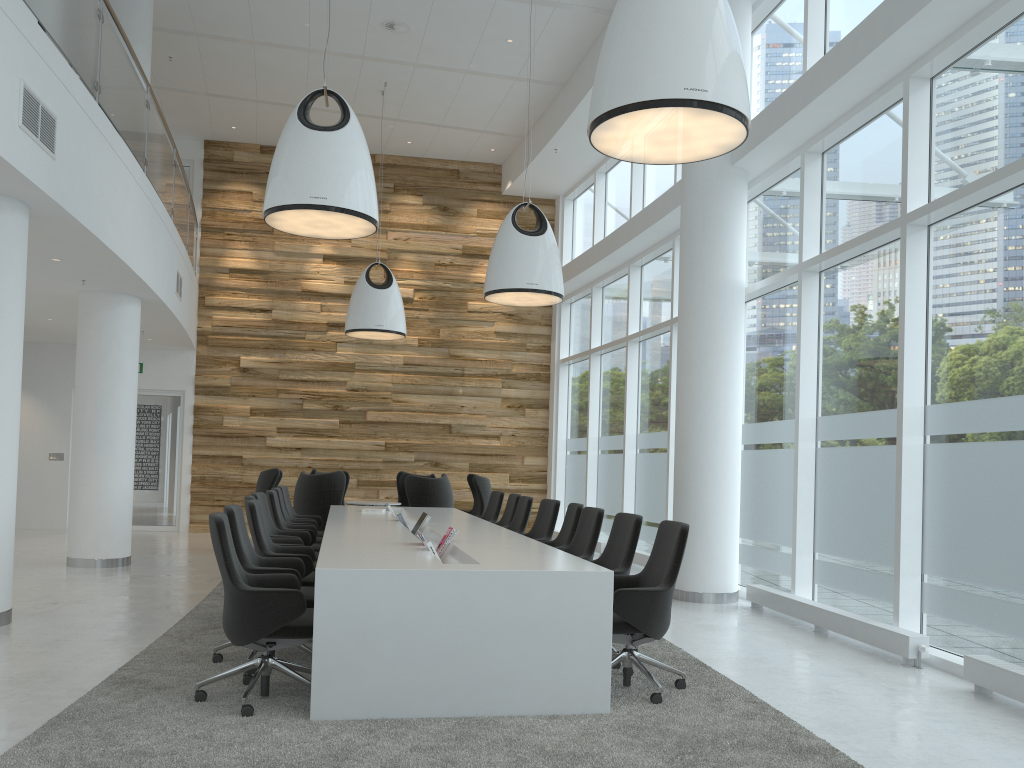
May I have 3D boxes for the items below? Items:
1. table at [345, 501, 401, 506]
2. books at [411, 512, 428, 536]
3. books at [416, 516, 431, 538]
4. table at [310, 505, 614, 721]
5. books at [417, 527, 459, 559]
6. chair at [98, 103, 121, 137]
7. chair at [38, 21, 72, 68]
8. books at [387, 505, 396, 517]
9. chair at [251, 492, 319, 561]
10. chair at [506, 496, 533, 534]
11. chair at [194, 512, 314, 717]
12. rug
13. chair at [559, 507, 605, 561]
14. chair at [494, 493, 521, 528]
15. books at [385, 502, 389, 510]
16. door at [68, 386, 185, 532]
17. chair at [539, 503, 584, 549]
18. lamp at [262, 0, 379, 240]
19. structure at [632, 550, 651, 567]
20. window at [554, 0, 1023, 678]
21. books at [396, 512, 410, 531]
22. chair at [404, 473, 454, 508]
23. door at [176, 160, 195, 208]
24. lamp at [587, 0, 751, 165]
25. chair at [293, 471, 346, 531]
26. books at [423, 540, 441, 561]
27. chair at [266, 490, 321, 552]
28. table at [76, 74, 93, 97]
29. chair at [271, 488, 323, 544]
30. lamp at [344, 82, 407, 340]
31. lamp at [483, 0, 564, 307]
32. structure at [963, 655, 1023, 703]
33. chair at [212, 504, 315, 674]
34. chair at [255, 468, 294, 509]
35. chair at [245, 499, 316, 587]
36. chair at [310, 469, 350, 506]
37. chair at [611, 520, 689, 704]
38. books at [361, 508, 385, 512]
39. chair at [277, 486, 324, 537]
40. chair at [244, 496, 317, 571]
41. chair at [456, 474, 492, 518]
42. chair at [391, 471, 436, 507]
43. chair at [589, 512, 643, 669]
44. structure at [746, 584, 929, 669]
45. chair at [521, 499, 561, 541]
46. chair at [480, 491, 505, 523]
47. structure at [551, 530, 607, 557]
[{"bbox_3d":[-1.992,2.037,12.639,0.799,0.695,0.802,1,-4,14],"label":"table"},{"bbox_3d":[-0.828,1.251,7.827,0.139,0.229,0.358,2,-4,-11],"label":"books"},{"bbox_3d":[-0.816,1.272,7.848,0.158,0.241,0.353,2,-4,-11],"label":"books"},{"bbox_3d":[-0.844,1.582,7.623,1.501,0.737,6.576,3,-5,-11],"label":"table"},{"bbox_3d":[-0.499,1.105,5.930,0.230,0.274,0.599,1,-5,10],"label":"books"},{"bbox_3d":[-4.524,-2.583,9.165,0.915,1.150,0.919,3,-3,-20],"label":"chair"},{"bbox_3d":[-4.221,-2.733,7.483,0.915,1.150,0.919,3,-3,-23],"label":"chair"},{"bbox_3d":[-1.322,1.462,9.885,0.139,0.222,0.162,2,-3,-11],"label":"books"},{"bbox_3d":[-1.989,1.444,7.779,0.674,0.964,0.687,2,-3,-6],"label":"chair"},{"bbox_3d":[-0.108,1.611,8.935,0.674,0.964,0.687,2,-3,-11],"label":"chair"},{"bbox_3d":[-1.289,1.167,4.644,0.674,0.964,0.687,3,-3,-16],"label":"chair"},{"bbox_3d":[-1.070,1.973,7.917,3.940,0.010,13.488,3,-6,-10],"label":"rug"},{"bbox_3d":[0.366,1.413,6.702,0.674,0.964,0.687,2,-3,-11],"label":"chair"},{"bbox_3d":[-0.219,1.684,9.742,0.674,0.964,0.687,2,-3,-11],"label":"chair"},{"bbox_3d":[-1.392,1.484,10.216,0.153,0.240,0.183,2,-3,-11],"label":"books"},{"bbox_3d":[-6.486,1.278,14.984,1.806,2.396,0.132,2,-2,-9],"label":"door"},{"bbox_3d":[0.282,1.483,7.461,0.674,0.964,0.687,2,-3,-6],"label":"chair"},{"bbox_3d":[-1.421,-3.046,6.911,0.884,3.639,0.886,1,-2,34],"label":"lamp"},{"bbox_3d":[1.788,2.253,11.036,0.150,0.213,2.697,2,-5,-12],"label":"structure"},{"bbox_3d":[-18.331,-1.537,8.893,62.892,6.126,30.931,-1,-6,29],"label":"window"},{"bbox_3d":[-0.991,1.299,8.157,0.153,0.238,0.191,2,-3,-11],"label":"books"},{"bbox_3d":[-1.215,1.754,11.768,0.917,1.150,0.916,-1,-4,39],"label":"chair"},{"bbox_3d":[-6.365,-2.673,15.086,1.806,2.396,0.132,2,-2,-9],"label":"door"},{"bbox_3d":[0.908,-3.165,4.909,0.884,3.639,0.886,1,-2,35],"label":"lamp"},{"bbox_3d":[-2.382,1.700,11.571,0.913,1.150,0.920,1,-3,9],"label":"chair"},{"bbox_3d":[-0.467,1.069,5.431,0.143,0.226,0.204,2,-3,-12],"label":"books"},{"bbox_3d":[-2.073,1.513,8.538,0.674,0.964,0.687,2,-3,-11],"label":"chair"},{"bbox_3d":[-4.358,-2.456,8.296,0.799,0.752,0.802,0,-4,29],"label":"table"},{"bbox_3d":[-2.238,1.584,9.340,0.674,0.964,0.687,2,-3,-11],"label":"chair"},{"bbox_3d":[-1.899,-2.506,12.750,0.883,3.639,0.886,1,-2,28],"label":"lamp"},{"bbox_3d":[0.182,-2.734,9.683,0.884,3.639,0.886,1,-2,32],"label":"lamp"},{"bbox_3d":[2.951,1.623,4.030,0.150,0.213,2.698,2,-5,-6],"label":"structure"},{"bbox_3d":[-1.488,1.242,5.497,0.674,0.964,0.687,2,-3,-11],"label":"chair"},{"bbox_3d":[-3.128,1.759,12.435,0.918,1.150,0.916,3,-3,-21],"label":"chair"},{"bbox_3d":[-1.598,1.316,6.305,0.674,0.964,0.687,2,-3,-11],"label":"chair"},{"bbox_3d":[-2.740,1.876,13.539,0.917,1.150,0.916,-1,-4,39],"label":"chair"},{"bbox_3d":[0.684,1.271,5.101,0.674,0.964,0.687,2,-3,-6],"label":"chair"},{"bbox_3d":[-1.494,1.364,9.576,0.224,0.026,0.264,2,-5,-1],"label":"books"},{"bbox_3d":[-2.390,1.656,10.139,0.674,0.964,0.687,2,-3,-6],"label":"chair"},{"bbox_3d":[-1.820,1.376,7.012,0.674,0.964,0.687,3,-3,-16],"label":"chair"},{"bbox_3d":[-0.757,1.877,12.919,0.918,1.150,0.916,3,-3,-21],"label":"chair"},{"bbox_3d":[-1.596,1.932,13.763,0.913,1.150,0.920,1,-3,9],"label":"chair"},{"bbox_3d":[0.532,1.342,5.900,0.674,0.964,0.687,2,-3,-11],"label":"chair"},{"bbox_3d":[2.528,1.909,7.178,0.150,0.213,2.697,2,-5,-9],"label":"structure"},{"bbox_3d":[0.114,1.550,8.228,0.674,0.964,0.687,3,-3,-16],"label":"chair"},{"bbox_3d":[-0.418,1.759,10.596,0.674,0.964,0.687,3,-3,-16],"label":"chair"},{"bbox_3d":[1.034,2.521,14.105,0.150,0.213,2.696,2,-5,-15],"label":"structure"}]
